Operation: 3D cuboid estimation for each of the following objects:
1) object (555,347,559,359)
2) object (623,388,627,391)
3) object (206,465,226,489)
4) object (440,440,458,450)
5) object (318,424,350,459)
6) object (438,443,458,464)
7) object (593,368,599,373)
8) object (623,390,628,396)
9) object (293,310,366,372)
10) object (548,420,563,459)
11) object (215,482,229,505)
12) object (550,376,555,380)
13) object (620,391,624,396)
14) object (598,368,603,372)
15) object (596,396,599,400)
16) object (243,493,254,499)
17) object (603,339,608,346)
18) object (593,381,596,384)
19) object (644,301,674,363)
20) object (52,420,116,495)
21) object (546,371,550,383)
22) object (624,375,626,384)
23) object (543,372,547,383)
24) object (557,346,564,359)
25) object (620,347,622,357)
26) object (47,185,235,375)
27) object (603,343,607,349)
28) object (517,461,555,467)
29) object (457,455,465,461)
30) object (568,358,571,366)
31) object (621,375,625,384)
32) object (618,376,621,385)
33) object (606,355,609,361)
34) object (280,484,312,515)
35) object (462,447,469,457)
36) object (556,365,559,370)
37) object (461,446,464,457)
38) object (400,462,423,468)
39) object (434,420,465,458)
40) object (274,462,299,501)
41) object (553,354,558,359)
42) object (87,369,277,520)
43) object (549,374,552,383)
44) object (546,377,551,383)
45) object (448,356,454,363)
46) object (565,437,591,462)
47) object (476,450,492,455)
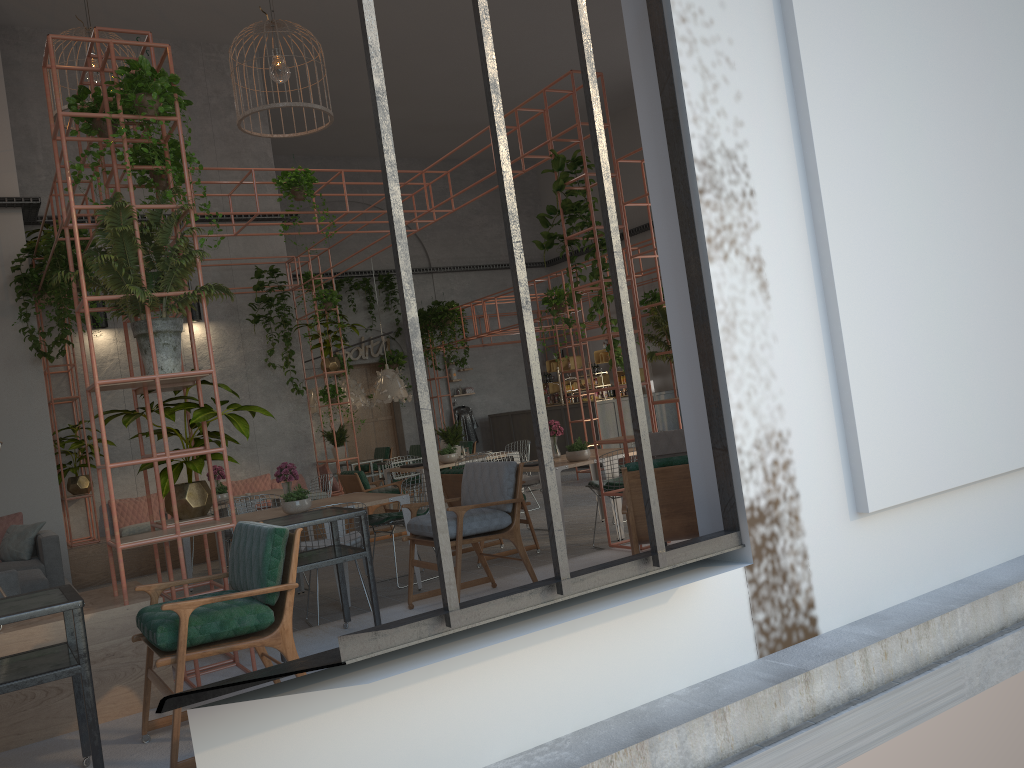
[{"bbox_3d":[1.075,-0.738,21.023,0.134,0.301,0.134,-7,-1,-43],"label":"object"},{"bbox_3d":[2.415,0.083,18.834,0.115,0.107,0.115,-9,-1,25],"label":"object"},{"bbox_3d":[-3.435,1.151,10.337,0.213,0.414,0.225,-7,-1,-39],"label":"object"},{"bbox_3d":[-0.838,0.862,11.880,0.241,0.313,0.241,-8,-1,13],"label":"object"},{"bbox_3d":[-2.532,0.826,12.812,0.438,0.527,0.368,-8,-1,-32],"label":"object"},{"bbox_3d":[-0.810,0.871,11.119,0.248,0.247,0.254,-8,-1,-32],"label":"object"},{"bbox_3d":[1.859,-0.269,19.557,0.115,0.147,0.115,-8,-1,-23],"label":"object"},{"bbox_3d":[2.407,0.188,18.744,0.115,0.107,0.115,-9,-1,25],"label":"object"},{"bbox_3d":[-2.611,-0.645,12.820,0.934,0.947,0.903,-9,-1,20],"label":"object"},{"bbox_3d":[0.457,0.590,9.536,0.213,0.414,0.225,-7,-1,-39],"label":"object"},{"bbox_3d":[-3.194,1.189,9.641,0.248,0.247,0.254,-8,-1,-32],"label":"object"},{"bbox_3d":[0.979,-0.115,21.261,0.115,0.147,0.115,-8,-1,13],"label":"object"},{"bbox_3d":[2.340,0.200,18.855,0.115,0.107,0.115,-8,-1,-34],"label":"object"},{"bbox_3d":[1.970,-0.284,19.626,0.115,0.147,0.115,-8,-1,-23],"label":"object"},{"bbox_3d":[1.613,0.267,17.356,0.073,0.104,0.240,-9,-1,40],"label":"object"},{"bbox_3d":[-2.963,1.250,9.959,0.115,0.078,0.115,-8,-1,-26],"label":"object"},{"bbox_3d":[2.066,-0.908,19.387,0.134,0.301,0.134,-7,-1,-43],"label":"object"},{"bbox_3d":[1.559,-0.014,17.271,0.142,0.087,0.094,-8,-1,-24],"label":"object"},{"bbox_3d":[1.644,-0.443,8.271,0.894,1.100,0.900,-8,-1,-2],"label":"object"},{"bbox_3d":[-5.406,0.912,10.998,0.934,0.919,0.903,-9,-1,30],"label":"object"},{"bbox_3d":[0.855,-0.168,21.318,0.066,0.291,0.066,-8,-1,-25],"label":"object"},{"bbox_3d":[2.395,-0.098,18.668,0.069,0.191,0.069,-8,-1,-14],"label":"object"},{"bbox_3d":[0.790,-0.160,21.277,0.066,0.291,0.066,-9,-1,28],"label":"object"},{"bbox_3d":[1.137,-0.793,20.841,0.134,0.386,0.134,-8,-1,2],"label":"object"},{"bbox_3d":[2.341,-0.651,18.850,0.137,0.261,0.137,-8,-1,4],"label":"object"},{"bbox_3d":[-2.029,-0.590,4.990,0.894,1.101,0.900,-9,-1,23],"label":"object"},{"bbox_3d":[2.011,-0.813,19.156,0.088,0.123,0.088,-9,-1,25],"label":"object"},{"bbox_3d":[0.213,0.824,9.080,0.268,0.031,0.427,-8,-1,-32],"label":"object"},{"bbox_3d":[-0.654,0.941,11.390,0.115,0.078,0.115,-8,-1,-26],"label":"object"},{"bbox_3d":[1.350,-0.481,20.485,0.137,0.261,0.137,-8,-1,4],"label":"object"},{"bbox_3d":[2.348,-0.090,18.745,0.069,0.191,0.069,-8,-1,4],"label":"object"},{"bbox_3d":[2.264,-0.076,18.884,0.069,0.191,0.069,-8,-1,-20],"label":"object"},{"bbox_3d":[2.100,-0.552,19.140,0.123,0.142,0.141,-8,-1,-32],"label":"object"},{"bbox_3d":[-1.783,0.948,7.312,0.247,0.247,0.252,-8,-1,-32],"label":"object"},{"bbox_3d":[-0.615,0.914,11.853,0.095,0.119,0.095,-8,-1,-7],"label":"object"},{"bbox_3d":[1.109,-0.382,20.775,0.123,0.142,0.141,-8,-1,-32],"label":"object"},{"bbox_3d":[-0.756,0.924,12.017,0.165,0.154,0.210,-7,-1,-42],"label":"object"},{"bbox_3d":[-1.242,1.047,11.443,0.268,0.031,0.427,-8,-1,-32],"label":"object"},{"bbox_3d":[-0.787,0.731,11.563,0.438,0.527,0.368,-8,-1,-32],"label":"object"},{"bbox_3d":[-2.021,0.909,8.002,0.213,0.414,0.225,-7,-1,-39],"label":"object"},{"bbox_3d":[1.020,-0.644,20.791,0.088,0.123,0.088,-9,-1,25],"label":"object"},{"bbox_3d":[-1.960,0.352,5.414,0.934,0.923,0.903,-9,-1,25],"label":"object"},{"bbox_3d":[0.924,-0.178,21.358,0.066,0.291,0.066,-8,-1,8],"label":"object"},{"bbox_3d":[0.868,-0.100,21.192,0.115,0.147,0.115,-8,-1,13],"label":"object"},{"bbox_3d":[-1.391,-0.560,20.250,0.133,0.145,0.133,-9,-1,20],"label":"object"},{"bbox_3d":[0.645,0.648,8.757,0.247,0.247,0.252,-8,-1,-32],"label":"object"},{"bbox_3d":[-0.370,0.919,11.867,0.218,0.041,0.218,-8,-1,-23],"label":"object"}]
